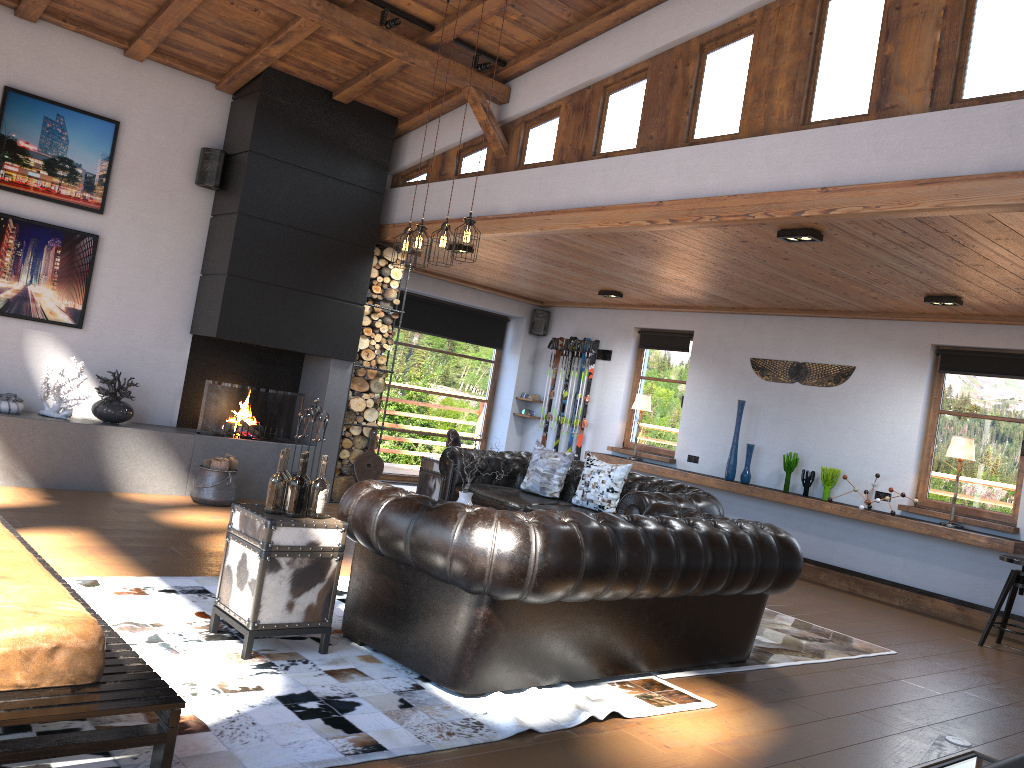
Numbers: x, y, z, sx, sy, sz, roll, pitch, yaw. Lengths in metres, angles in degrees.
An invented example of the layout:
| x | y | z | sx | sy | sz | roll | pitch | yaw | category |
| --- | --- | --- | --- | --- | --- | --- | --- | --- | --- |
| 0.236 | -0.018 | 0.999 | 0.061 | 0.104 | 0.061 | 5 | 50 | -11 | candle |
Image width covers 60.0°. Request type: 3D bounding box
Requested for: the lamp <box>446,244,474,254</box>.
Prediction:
| x | y | z | sx | sy | sz | roll | pitch | yaw | category |
| --- | --- | --- | --- | --- | --- | --- | --- | --- | --- |
| -0.508 | -1.329 | 8.710 | 0.157 | 0.068 | 0.258 | 10 | -2 | -40 | lamp |

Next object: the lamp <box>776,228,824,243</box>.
| x | y | z | sx | sy | sz | roll | pitch | yaw | category |
| --- | --- | --- | --- | --- | --- | --- | --- | --- | --- |
| 1.901 | -0.985 | 5.849 | 0.157 | 0.068 | 0.258 | 10 | -2 | -40 | lamp |

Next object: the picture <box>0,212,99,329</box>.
| x | y | z | sx | sy | sz | roll | pitch | yaw | category |
| --- | --- | --- | --- | --- | --- | --- | --- | --- | --- |
| -3.932 | -0.929 | 7.281 | 0.888 | 0.816 | 0.035 | 11 | -2 | -41 | picture |

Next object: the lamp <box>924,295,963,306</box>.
| x | y | z | sx | sy | sz | roll | pitch | yaw | category |
| --- | --- | --- | --- | --- | --- | --- | --- | --- | --- |
| 3.542 | -0.688 | 7.275 | 0.157 | 0.068 | 0.258 | 10 | -2 | -40 | lamp |

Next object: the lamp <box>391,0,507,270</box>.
| x | y | z | sx | sy | sz | roll | pitch | yaw | category |
| --- | --- | --- | --- | --- | --- | --- | --- | --- | --- |
| -0.430 | -1.924 | 6.415 | 0.794 | 2.203 | 0.264 | 8 | -3 | 40 | lamp |

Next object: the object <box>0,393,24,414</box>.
| x | y | z | sx | sy | sz | roll | pitch | yaw | category |
| --- | --- | --- | --- | --- | --- | --- | --- | --- | --- |
| -4.010 | 0.146 | 7.002 | 0.284 | 0.161 | 0.256 | 10 | -2 | -38 | object |

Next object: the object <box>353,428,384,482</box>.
| x | y | z | sx | sy | sz | roll | pitch | yaw | category |
| --- | --- | --- | --- | --- | --- | --- | --- | --- | --- |
| -1.438 | 0.830 | 8.849 | 0.261 | 0.795 | 0.270 | 8 | -2 | 33 | object |

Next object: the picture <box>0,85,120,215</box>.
| x | y | z | sx | sy | sz | roll | pitch | yaw | category |
| --- | --- | --- | --- | --- | --- | --- | --- | --- | --- |
| -3.770 | -1.911 | 7.317 | 0.888 | 0.816 | 0.035 | 11 | -2 | -41 | picture |

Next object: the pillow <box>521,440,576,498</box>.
| x | y | z | sx | sy | sz | roll | pitch | yaw | category |
| --- | --- | --- | --- | --- | --- | --- | --- | --- | --- |
| 0.321 | 0.756 | 7.952 | 0.286 | 0.469 | 0.523 | 11 | -2 | -38 | pillow |

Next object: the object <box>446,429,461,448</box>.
| x | y | z | sx | sy | sz | roll | pitch | yaw | category |
| --- | --- | --- | --- | --- | --- | --- | --- | --- | --- |
| -0.568 | 0.590 | 8.554 | 0.149 | 0.319 | 0.248 | 9 | -2 | 1 | object |

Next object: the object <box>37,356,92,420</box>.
| x | y | z | sx | sy | sz | roll | pitch | yaw | category |
| --- | --- | --- | --- | --- | --- | --- | --- | --- | --- |
| -3.649 | 0.026 | 7.180 | 0.424 | 0.532 | 0.260 | 9 | -2 | 18 | object |

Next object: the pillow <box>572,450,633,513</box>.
| x | y | z | sx | sy | sz | roll | pitch | yaw | category |
| --- | --- | --- | --- | --- | --- | --- | --- | --- | --- |
| 0.753 | 0.818 | 7.440 | 0.286 | 0.469 | 0.523 | 11 | -2 | -38 | pillow |

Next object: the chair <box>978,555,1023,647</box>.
| x | y | z | sx | sy | sz | roll | pitch | yaw | category |
| --- | --- | --- | --- | --- | --- | --- | --- | --- | --- |
| 3.911 | 1.718 | 6.835 | 0.397 | 0.721 | 0.388 | 11 | -2 | -40 | chair |

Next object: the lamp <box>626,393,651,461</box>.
| x | y | z | sx | sy | sz | roll | pitch | yaw | category |
| --- | --- | --- | --- | --- | --- | --- | --- | --- | --- |
| 1.611 | 0.885 | 10.706 | 0.639 | 1.482 | 0.243 | 11 | -2 | -37 | lamp |

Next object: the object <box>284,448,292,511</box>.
| x | y | z | sx | sy | sz | roll | pitch | yaw | category |
| --- | --- | --- | --- | --- | --- | --- | --- | --- | --- |
| -1.064 | 0.439 | 4.115 | 0.088 | 0.286 | 0.086 | 11 | -2 | -30 | object |

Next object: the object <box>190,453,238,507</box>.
| x | y | z | sx | sy | sz | roll | pitch | yaw | category |
| --- | --- | --- | --- | --- | --- | --- | --- | --- | --- |
| -2.517 | 0.812 | 7.558 | 0.386 | 0.431 | 0.382 | 10 | -2 | -14 | object |

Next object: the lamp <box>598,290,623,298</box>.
| x | y | z | sx | sy | sz | roll | pitch | yaw | category |
| --- | --- | --- | --- | --- | --- | --- | --- | --- | --- |
| 1.129 | -1.033 | 10.138 | 0.157 | 0.068 | 0.258 | 10 | -2 | -40 | lamp |

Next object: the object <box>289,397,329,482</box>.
| x | y | z | sx | sy | sz | roll | pitch | yaw | category |
| --- | --- | --- | --- | --- | --- | --- | --- | --- | --- |
| -1.887 | 0.626 | 8.193 | 0.307 | 1.018 | 0.308 | 9 | -2 | 5 | object |

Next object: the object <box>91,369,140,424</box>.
| x | y | z | sx | sy | sz | roll | pitch | yaw | category |
| --- | --- | --- | --- | --- | --- | --- | --- | --- | --- |
| -3.366 | 0.107 | 7.514 | 0.343 | 0.455 | 0.331 | 10 | -2 | -15 | object |

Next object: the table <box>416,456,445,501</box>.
| x | y | z | sx | sy | sz | roll | pitch | yaw | category |
| --- | --- | --- | --- | --- | --- | --- | --- | --- | --- |
| -0.650 | 1.040 | 8.563 | 0.410 | 0.609 | 0.413 | 11 | -2 | -40 | table |

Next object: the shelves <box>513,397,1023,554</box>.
| x | y | z | sx | sy | sz | roll | pitch | yaw | category |
| --- | --- | --- | --- | --- | --- | --- | --- | --- | --- |
| 2.154 | 0.980 | 9.803 | 0.618 | 0.989 | 6.570 | 11 | -2 | -40 | shelves |

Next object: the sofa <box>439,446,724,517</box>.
| x | y | z | sx | sy | sz | roll | pitch | yaw | category |
| --- | --- | --- | --- | --- | --- | --- | --- | --- | --- |
| 0.540 | 1.100 | 7.544 | 1.252 | 0.839 | 2.538 | 11 | -2 | -41 | sofa |

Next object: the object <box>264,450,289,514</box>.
| x | y | z | sx | sy | sz | roll | pitch | yaw | category |
| --- | --- | --- | --- | --- | --- | --- | --- | --- | --- |
| -1.051 | 0.439 | 3.999 | 0.088 | 0.286 | 0.086 | 10 | -2 | -28 | object |

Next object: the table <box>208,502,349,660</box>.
| x | y | z | sx | sy | sz | roll | pitch | yaw | category |
| --- | --- | --- | --- | --- | --- | --- | --- | --- | --- |
| -1.065 | 0.887 | 4.048 | 0.410 | 0.609 | 0.413 | 11 | -2 | -40 | table |

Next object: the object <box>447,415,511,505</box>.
| x | y | z | sx | sy | sz | roll | pitch | yaw | category |
| --- | --- | --- | --- | --- | --- | --- | --- | --- | --- |
| -0.282 | 0.588 | 6.005 | 0.410 | 0.808 | 0.614 | 10 | -2 | -29 | object |

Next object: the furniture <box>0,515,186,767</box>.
| x | y | z | sx | sy | sz | roll | pitch | yaw | category |
| --- | --- | --- | --- | --- | --- | --- | --- | --- | --- |
| -2.277 | 0.759 | 3.242 | 1.188 | 0.437 | 2.729 | 10 | -1 | -40 | furniture |

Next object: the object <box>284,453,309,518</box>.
| x | y | z | sx | sy | sz | roll | pitch | yaw | category |
| --- | --- | --- | --- | --- | --- | --- | --- | --- | --- |
| -0.959 | 0.454 | 3.993 | 0.087 | 0.286 | 0.087 | 9 | -2 | -1 | object |

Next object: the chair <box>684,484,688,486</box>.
| x | y | z | sx | sy | sz | roll | pitch | yaw | category |
| --- | --- | --- | --- | --- | --- | --- | --- | --- | --- |
| 1.601 | 1.384 | 9.278 | 0.446 | 0.717 | 0.436 | 11 | -2 | -37 | chair |

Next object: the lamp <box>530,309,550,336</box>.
| x | y | z | sx | sy | sz | roll | pitch | yaw | category |
| --- | --- | --- | --- | --- | --- | --- | --- | --- | --- |
| 0.383 | -0.845 | 12.292 | 0.216 | 0.349 | 0.211 | 11 | -2 | -40 | lamp |

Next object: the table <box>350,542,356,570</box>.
| x | y | z | sx | sy | sz | roll | pitch | yaw | category |
| --- | --- | --- | --- | --- | --- | --- | --- | --- | --- |
| -0.677 | 1.105 | 5.723 | 0.404 | 0.350 | 0.643 | 11 | -2 | -40 | table |

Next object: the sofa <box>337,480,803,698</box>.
| x | y | z | sx | sy | sz | roll | pitch | yaw | category |
| --- | --- | --- | --- | --- | --- | --- | --- | --- | --- |
| 0.438 | 1.030 | 4.669 | 2.593 | 0.839 | 1.226 | 10 | -2 | -41 | sofa |

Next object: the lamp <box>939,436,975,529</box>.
| x | y | z | sx | sy | sz | roll | pitch | yaw | category |
| --- | --- | --- | --- | --- | --- | --- | --- | --- | --- |
| 3.958 | 1.220 | 7.885 | 0.243 | 1.482 | 0.639 | 8 | -3 | 41 | lamp |
